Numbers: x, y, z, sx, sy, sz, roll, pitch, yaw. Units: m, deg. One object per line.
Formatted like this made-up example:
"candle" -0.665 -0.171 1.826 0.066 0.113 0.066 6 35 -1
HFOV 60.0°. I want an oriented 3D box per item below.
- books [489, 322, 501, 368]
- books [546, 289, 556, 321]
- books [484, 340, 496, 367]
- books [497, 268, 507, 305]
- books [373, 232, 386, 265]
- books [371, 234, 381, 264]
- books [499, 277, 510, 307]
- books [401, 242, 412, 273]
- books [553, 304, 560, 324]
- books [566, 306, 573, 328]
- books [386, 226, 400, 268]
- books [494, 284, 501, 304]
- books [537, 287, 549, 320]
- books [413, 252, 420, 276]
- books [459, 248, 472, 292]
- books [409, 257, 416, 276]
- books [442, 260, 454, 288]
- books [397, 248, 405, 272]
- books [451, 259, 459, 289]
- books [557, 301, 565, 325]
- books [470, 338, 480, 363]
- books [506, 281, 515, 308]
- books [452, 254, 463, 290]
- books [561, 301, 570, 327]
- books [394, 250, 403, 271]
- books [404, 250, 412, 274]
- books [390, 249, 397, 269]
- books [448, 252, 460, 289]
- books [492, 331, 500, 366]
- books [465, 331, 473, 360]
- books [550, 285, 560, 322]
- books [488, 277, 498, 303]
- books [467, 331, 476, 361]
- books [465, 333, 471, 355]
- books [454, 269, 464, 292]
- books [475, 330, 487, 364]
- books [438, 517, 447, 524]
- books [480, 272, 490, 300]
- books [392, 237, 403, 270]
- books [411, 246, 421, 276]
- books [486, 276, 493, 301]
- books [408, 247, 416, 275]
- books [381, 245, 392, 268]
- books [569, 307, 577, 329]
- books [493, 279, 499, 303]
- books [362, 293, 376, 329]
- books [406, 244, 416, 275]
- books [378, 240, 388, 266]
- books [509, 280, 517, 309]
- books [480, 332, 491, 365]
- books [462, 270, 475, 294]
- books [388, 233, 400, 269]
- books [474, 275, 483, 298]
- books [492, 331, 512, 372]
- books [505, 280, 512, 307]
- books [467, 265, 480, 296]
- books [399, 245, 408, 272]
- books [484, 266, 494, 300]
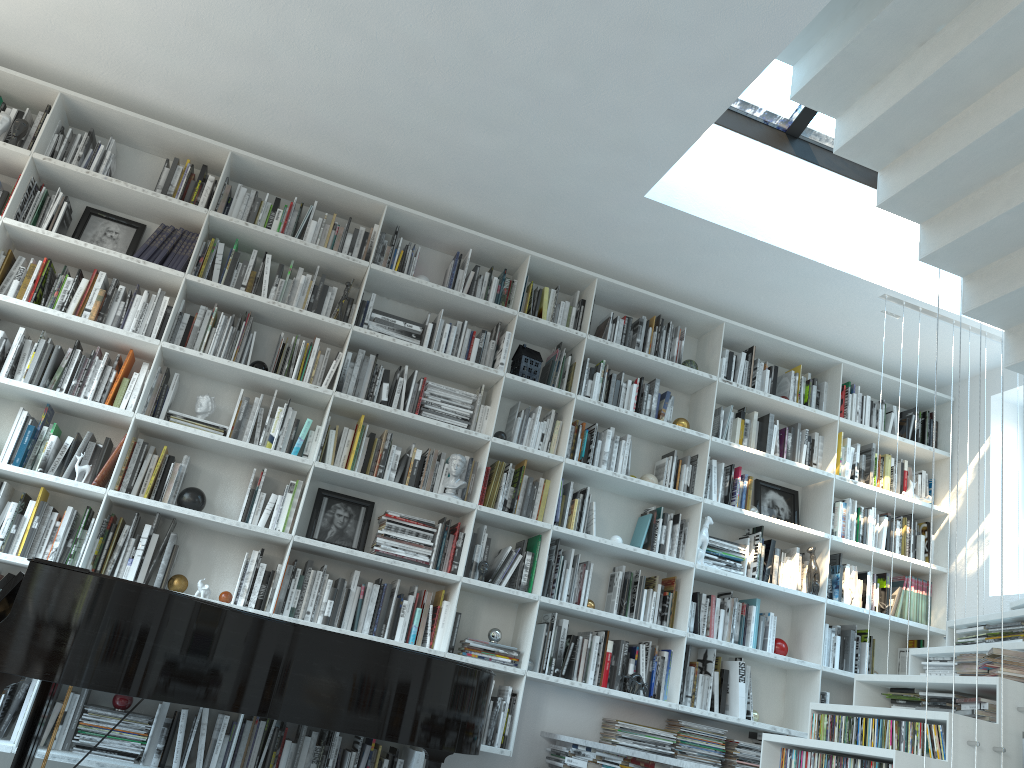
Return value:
"books" -0.121 -0.173 4.974 0.012 0.333 0.156 17 -21 -14
"books" 0.194 -0.401 5.163 0.030 0.273 0.152 17 -21 -14
"books" -0.150 -0.121 4.938 0.029 0.202 0.192 17 -21 -14
"books" -0.084 -0.503 5.095 0.012 0.307 0.138 17 -21 -14
"books" -0.754 -0.689 4.896 0.026 0.252 0.186 17 -21 -14
"books" -0.778 -0.689 4.909 0.012 0.253 0.161 17 -21 -14
"books" -0.069 -0.470 5.082 0.028 0.243 0.161 17 -21 -14
"books" -0.611 -0.646 4.947 0.013 0.263 0.147 17 -21 -14
"books" 0.225 -0.353 5.137 0.022 0.179 0.173 17 -21 -14
"books" 0.295 -0.337 5.176 0.025 0.203 0.162 17 -21 -14
"books" -0.688 -0.704 4.945 0.014 0.339 0.145 17 -21 -14
"books" -0.108 -0.458 5.080 0.014 0.203 0.135 17 -21 -14
"books" 0.160 -0.410 5.131 0.054 0.253 0.191 17 -21 -14
"books" -0.561 -0.610 4.971 0.004 0.234 0.138 17 -21 -14
"books" -0.290 -0.585 5.027 0.010 0.330 0.186 17 -21 -14
"books" -0.578 -0.596 4.947 0.010 0.186 0.153 17 -21 -14
"books" -0.376 -0.562 5.012 0.012 0.244 0.151 17 -21 -14
"books" -0.642 -0.632 4.954 0.006 0.232 0.136 17 -21 -14
"books" -0.351 -0.565 5.020 0.011 0.266 0.129 17 -21 -14
"books" 0.248 -0.356 5.147 0.024 0.201 0.180 17 -21 -14
"books" -0.234 -0.140 4.913 0.029 0.187 0.176 17 -21 -14
"books" -0.038 -0.458 5.091 0.014 0.238 0.153 17 -21 -14
"books" -0.335 -0.577 5.020 0.011 0.295 0.157 17 -21 -14
"books" 0.276 -0.355 5.153 0.031 0.212 0.170 17 -21 -14
"books" -0.653 -0.625 4.926 0.023 0.195 0.172 17 -21 -14
"books" -0.601 -0.622 4.939 0.016 0.218 0.144 17 -21 -14
"books" -0.682 -0.633 4.934 0.011 0.204 0.146 17 -21 -14
"books" -0.354 -0.584 5.007 0.014 0.291 0.176 17 -21 -14
"books" -0.120 -0.149 4.986 0.010 0.298 0.134 17 -21 -14
"books" -0.263 -0.165 4.922 0.010 0.229 0.152 17 -21 -14
"books" 0.220 -0.411 5.156 0.010 0.296 0.168 17 -21 -14
"books" -0.138 -0.480 5.034 0.023 0.201 0.193 17 -21 -14
"books" -0.250 -0.164 4.919 0.012 0.229 0.159 17 -21 -14
"books" -0.276 -0.169 4.932 0.011 0.238 0.140 17 -21 -14
"books" -0.328 -0.528 5.021 0.031 0.208 0.147 17 -21 -14
"books" -0.200 -0.159 4.930 0.032 0.247 0.174 17 -21 -14
"books" -0.393 0.845 4.599 0.011 0.298 0.130 17 -21 -14
"books" -0.184 -0.503 5.049 0.023 0.235 0.154 17 -21 -14
"books" -0.658 -0.665 4.922 0.011 0.264 0.164 17 -21 -14
"books" -0.559 -0.627 4.955 0.011 0.255 0.144 17 -21 -14
"books" -0.159 -0.487 5.048 0.012 0.216 0.180 17 -21 -14
"books" -0.585 -0.626 4.964 0.013 0.248 0.148 17 -21 -14
"books" -0.716 -0.646 4.903 0.026 0.194 0.167 17 -21 -14
"books" 0.318 -0.328 5.173 0.022 0.193 0.182 17 -21 -14
"books" -0.126 -0.475 5.086 0.026 0.233 0.137 17 -21 -14
"books" -0.787 -0.342 4.771 0.021 0.248 0.192 17 -21 -14
"books" -0.587 -0.636 4.946 0.005 0.254 0.168 17 -21 -14
"books" -0.740 -0.665 4.915 0.023 0.227 0.157 17 -21 -14
"books" -0.022 -0.459 5.104 0.022 0.256 0.137 17 -21 -14
"books" -0.176 -0.152 4.954 0.029 0.260 0.133 17 -21 -14
"books" -0.276 -0.520 5.018 0.050 0.210 0.173 17 -21 -14
"books" -0.679 -0.681 4.936 0.010 0.295 0.153 17 -21 -14
"books" -0.212 -0.497 5.032 0.033 0.202 0.167 17 -21 -14
"books" -0.078 -0.136 4.907 0.037 0.236 0.273 17 -21 -14
"books" -0.053 -0.462 5.096 0.014 0.243 0.145 17 -21 -14
"books" -0.240 -0.531 5.053 0.028 0.269 0.140 17 -21 -14
"books" -0.627 -0.640 4.947 0.014 0.247 0.139 17 -21 -14
"books" -0.160 -0.518 5.045 0.010 0.269 0.180 17 -21 -14
